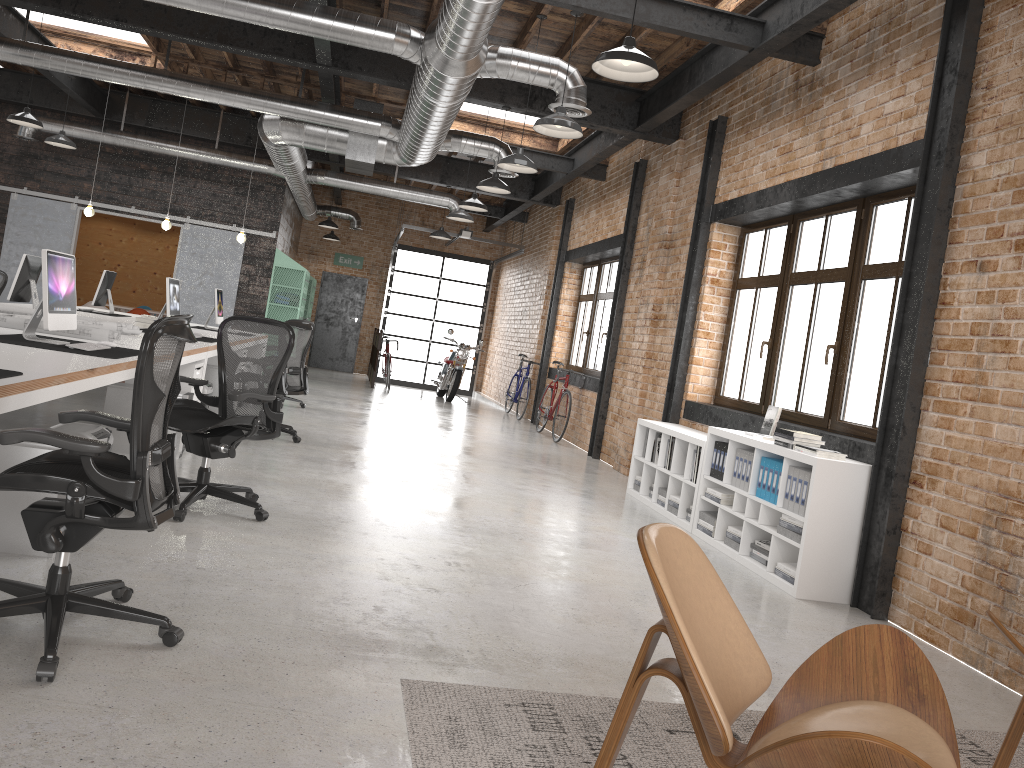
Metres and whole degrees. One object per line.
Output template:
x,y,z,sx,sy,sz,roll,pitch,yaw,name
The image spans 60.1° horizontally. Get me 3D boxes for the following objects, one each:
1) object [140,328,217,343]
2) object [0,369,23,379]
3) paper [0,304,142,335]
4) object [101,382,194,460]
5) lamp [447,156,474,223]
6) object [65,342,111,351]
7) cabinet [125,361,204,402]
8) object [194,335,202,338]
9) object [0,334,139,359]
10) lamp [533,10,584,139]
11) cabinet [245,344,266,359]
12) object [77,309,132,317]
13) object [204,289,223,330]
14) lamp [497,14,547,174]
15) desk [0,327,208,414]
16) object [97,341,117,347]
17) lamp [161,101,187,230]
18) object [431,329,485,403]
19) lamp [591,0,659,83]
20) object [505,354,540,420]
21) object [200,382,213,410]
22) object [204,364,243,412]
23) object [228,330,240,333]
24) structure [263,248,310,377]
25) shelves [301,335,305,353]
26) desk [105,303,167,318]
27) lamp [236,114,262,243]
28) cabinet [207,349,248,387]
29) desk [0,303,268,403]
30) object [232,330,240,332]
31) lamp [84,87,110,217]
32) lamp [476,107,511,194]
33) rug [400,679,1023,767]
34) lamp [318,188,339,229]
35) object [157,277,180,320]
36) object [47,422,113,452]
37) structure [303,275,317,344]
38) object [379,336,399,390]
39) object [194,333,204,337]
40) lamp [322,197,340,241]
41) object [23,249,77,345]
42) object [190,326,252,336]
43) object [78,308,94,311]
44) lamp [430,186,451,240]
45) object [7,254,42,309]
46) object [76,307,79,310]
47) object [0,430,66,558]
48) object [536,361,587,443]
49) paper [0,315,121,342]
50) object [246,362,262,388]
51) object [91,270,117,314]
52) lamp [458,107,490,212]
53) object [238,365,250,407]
-2.942,-0.429,7.818,0.686,0.008,0.850,9,2,-11,object
-2.012,-0.058,2.725,0.686,0.008,0.850,9,2,-11,object
-3.487,-0.505,6.724,1.080,0.105,0.972,11,3,44,paper
-2.552,0.257,6.200,0.540,0.455,0.221,9,0,-10,object
-0.618,-2.614,11.821,0.362,0.856,0.361,9,0,7,lamp
-2.271,-0.201,4.758,0.118,0.017,0.440,9,2,-11,object
-2.606,0.134,6.571,0.459,0.648,0.388,9,0,-11,cabinet
-2.827,-0.423,7.802,0.118,0.017,0.440,9,2,-11,object
-2.383,-0.206,4.757,0.686,0.008,0.850,9,2,-10,object
0.393,-2.210,6.284,0.362,0.856,0.361,9,0,7,lamp
-3.523,-0.232,11.593,0.459,0.648,0.388,9,0,-11,cabinet
-4.769,-0.822,10.067,0.686,0.008,0.850,9,3,-12,object
-3.507,-0.886,10.510,0.189,0.485,0.484,9,1,-11,object
0.155,-2.571,7.812,0.360,1.363,0.363,9,0,-38,lamp
-3.083,0.100,4.154,2.308,0.769,5.121,9,2,-11,desk
-2.322,-0.230,5.082,0.106,0.028,0.059,9,2,-12,object
-4.232,-2.768,11.166,0.123,1.679,0.124,9,0,-13,lamp
-1.081,-0.349,16.839,0.811,1.360,2.183,9,2,-23,object
0.714,-2.348,4.750,0.362,1.363,0.361,9,0,7,lamp
0.114,0.026,14.574,0.401,1.040,1.742,9,2,-16,object
-2.582,0.204,7.159,0.250,0.466,0.339,9,1,-11,object
-3.093,0.041,9.161,0.540,0.455,0.221,9,0,-10,object
-3.324,-0.621,10.523,0.118,0.017,0.440,9,2,-11,object
-3.780,-1.149,14.800,0.556,2.100,1.119,9,0,-11,structure
-4.127,-0.642,16.286,0.566,0.855,0.987,9,1,-11,shelves
-6.557,-0.957,16.021,1.996,0.731,1.000,9,1,-10,desk
-3.339,-2.631,11.332,0.123,1.679,0.124,9,0,-13,lamp
-3.138,-0.079,9.485,0.459,0.648,0.388,9,0,-11,cabinet
-4.002,-0.267,9.189,2.308,0.769,5.121,9,2,-11,desk
-3.375,-0.650,10.847,0.106,0.028,0.059,9,2,-12,object
-5.126,-2.905,11.000,0.123,1.679,0.124,9,0,-13,lamp
-0.123,-2.416,9.110,0.362,0.856,0.361,9,0,12,lamp
1.222,1.291,1.716,2.725,0.004,3.003,9,2,-11,rug
-3.140,-3.431,15.655,0.360,1.339,0.363,9,0,-33,lamp
-3.010,-0.688,7.788,0.189,0.485,0.484,9,1,-11,object
-2.019,0.429,4.075,0.250,0.466,0.339,9,1,-11,object
-4.332,-1.369,17.822,0.556,2.100,1.119,9,0,-11,structure
-2.466,-0.421,17.496,0.409,1.033,1.736,9,2,-4,object
-2.878,-0.452,8.125,0.106,0.028,0.059,9,2,-12,object
-3.583,-3.608,18.085,0.360,1.339,0.363,9,0,-33,lamp
-2.455,-0.466,4.745,0.189,0.485,0.484,9,1,-11,object
-3.439,-0.628,10.540,0.686,0.008,0.850,9,3,-12,object
-4.874,-0.852,10.068,0.118,0.017,0.440,9,2,-11,object
-1.100,-2.806,14.463,0.360,0.856,0.363,9,0,-33,lamp
-4.173,-0.870,7.657,0.189,0.485,0.484,9,1,-11,object
-4.821,-0.836,9.744,0.106,0.028,0.059,9,2,-9,object
-2.092,0.441,3.678,0.540,0.455,0.221,9,0,-10,object
0.578,0.211,12.033,0.401,1.040,1.742,9,2,-16,object
-2.996,-0.370,5.400,1.132,0.082,0.083,8,1,-16,paper
-3.477,-0.112,11.268,0.540,0.455,0.221,9,0,-10,object
-4.617,-1.047,10.084,0.189,0.485,0.484,9,1,-11,object
-0.361,-2.777,10.637,0.362,1.363,0.362,9,0,-3,lamp
-3.083,0.004,9.903,0.250,0.466,0.339,9,1,-11,object
